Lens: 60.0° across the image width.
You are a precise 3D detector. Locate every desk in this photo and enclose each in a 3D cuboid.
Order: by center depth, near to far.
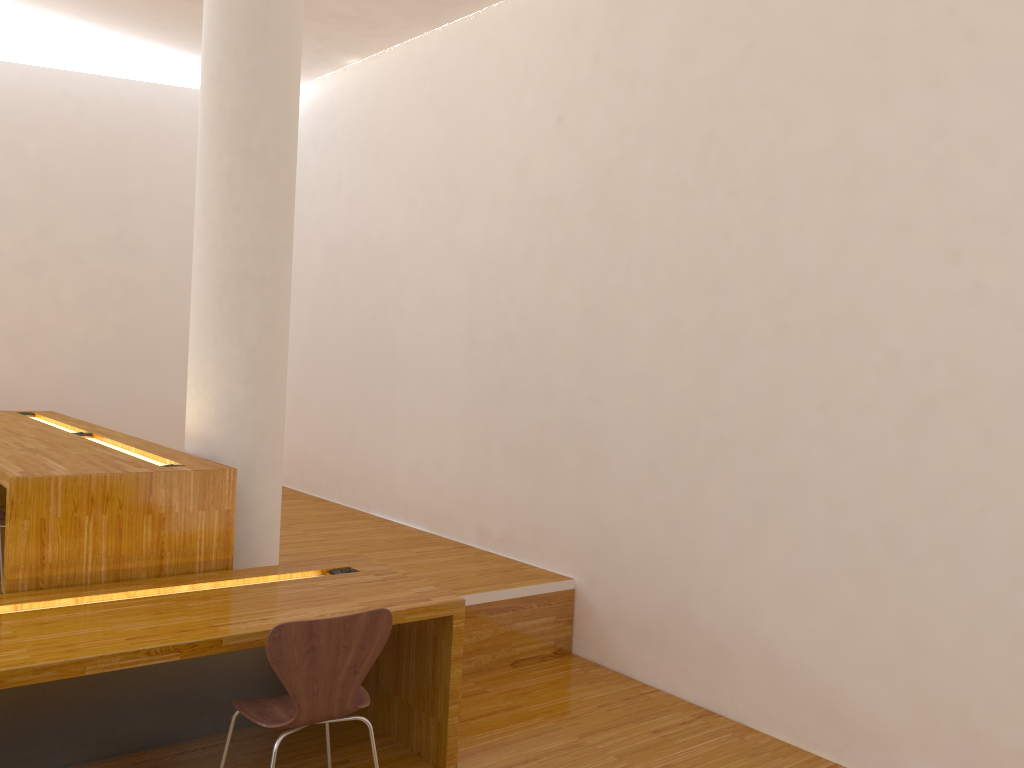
[{"bbox_3d":[-1.654,0.990,2.390,3.185,0.606,0.760,2,1,-39],"label":"desk"},{"bbox_3d":[-2.344,0.541,4.368,0.760,0.606,3.185,2,1,-39],"label":"desk"}]

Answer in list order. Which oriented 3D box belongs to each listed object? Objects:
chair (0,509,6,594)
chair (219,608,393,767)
[{"bbox_3d":[-2.083,0.533,3.362,0.381,0.693,0.428,2,1,-39],"label":"chair"},{"bbox_3d":[-0.624,0.989,2.638,0.428,0.693,0.381,2,1,-39],"label":"chair"}]
